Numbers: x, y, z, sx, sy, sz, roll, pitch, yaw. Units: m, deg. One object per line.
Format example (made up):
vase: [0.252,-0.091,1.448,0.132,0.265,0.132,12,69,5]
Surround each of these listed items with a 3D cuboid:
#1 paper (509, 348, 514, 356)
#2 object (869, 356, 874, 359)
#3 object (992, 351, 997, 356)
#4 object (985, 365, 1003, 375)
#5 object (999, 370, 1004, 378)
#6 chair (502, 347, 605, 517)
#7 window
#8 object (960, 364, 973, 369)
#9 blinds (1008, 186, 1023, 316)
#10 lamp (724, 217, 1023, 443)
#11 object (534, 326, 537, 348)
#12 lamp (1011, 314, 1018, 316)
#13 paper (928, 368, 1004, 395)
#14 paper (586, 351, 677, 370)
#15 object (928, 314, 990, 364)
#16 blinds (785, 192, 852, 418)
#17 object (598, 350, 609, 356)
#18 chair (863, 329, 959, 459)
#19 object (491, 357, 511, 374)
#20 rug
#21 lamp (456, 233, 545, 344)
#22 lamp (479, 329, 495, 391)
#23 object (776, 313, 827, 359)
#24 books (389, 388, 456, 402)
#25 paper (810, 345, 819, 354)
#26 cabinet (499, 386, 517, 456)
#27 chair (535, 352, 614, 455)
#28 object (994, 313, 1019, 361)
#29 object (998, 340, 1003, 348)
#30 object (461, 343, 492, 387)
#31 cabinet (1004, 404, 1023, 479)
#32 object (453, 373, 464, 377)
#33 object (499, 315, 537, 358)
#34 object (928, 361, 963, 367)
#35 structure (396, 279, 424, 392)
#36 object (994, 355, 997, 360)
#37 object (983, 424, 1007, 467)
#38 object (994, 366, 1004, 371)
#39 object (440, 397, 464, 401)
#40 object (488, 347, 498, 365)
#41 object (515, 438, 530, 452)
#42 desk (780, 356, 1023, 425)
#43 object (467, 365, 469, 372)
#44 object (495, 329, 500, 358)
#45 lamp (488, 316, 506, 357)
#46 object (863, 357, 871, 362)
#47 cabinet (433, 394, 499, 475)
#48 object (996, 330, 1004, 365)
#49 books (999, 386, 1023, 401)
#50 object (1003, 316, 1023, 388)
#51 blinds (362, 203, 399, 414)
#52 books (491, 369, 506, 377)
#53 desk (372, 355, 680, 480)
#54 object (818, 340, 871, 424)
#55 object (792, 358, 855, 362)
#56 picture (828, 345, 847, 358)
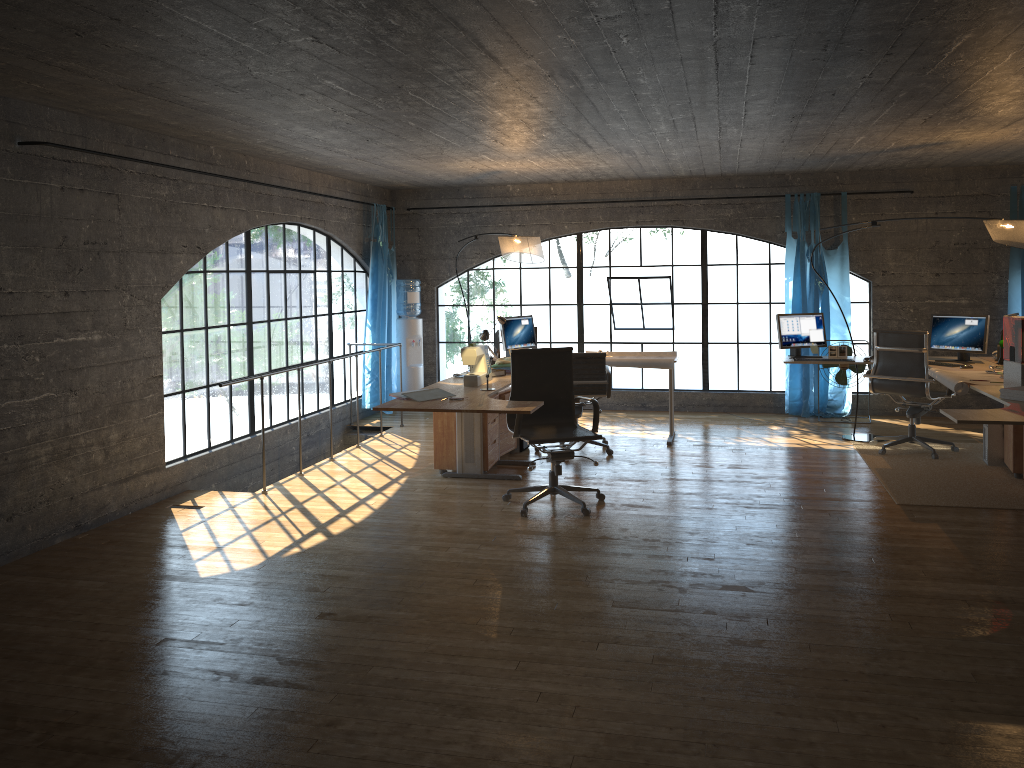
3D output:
paper: [0.001,-0.284,8.010,0.019,0.074,0.079,1,4,39]
object: [3.197,-0.254,7.566,0.413,0.081,0.280,-8,9,-44]
object: [4.100,-0.255,7.361,0.144,0.032,0.153,1,7,18]
object: [3.502,-0.102,6.376,0.054,0.064,0.160,-2,6,-19]
object: [3.467,-0.068,6.136,0.130,0.055,0.049,1,4,14]
chair: [0.297,0.285,5.786,0.653,1.011,0.687,-2,3,-17]
window: [-0.071,-0.714,9.007,6.957,1.863,3.201,-4,7,-26]
object: [3.487,-0.136,6.774,0.101,0.034,0.059,-2,6,-12]
blinds: [5.234,-0.719,8.524,0.858,2.410,0.261,0,2,22]
lamp: [2.356,-0.621,9.086,0.386,1.923,6.265,-2,6,-30]
object: [0.206,-0.408,8.394,0.085,0.277,0.085,0,2,16]
lamp: [3.888,-0.341,6.854,0.105,0.407,0.208,0,3,25]
paper: [3.312,-0.030,6.188,0.581,0.113,0.857,1,7,14]
paper: [1.049,-0.219,7.999,0.851,0.113,0.586,1,7,14]
object: [3.664,-0.377,7.249,0.286,0.389,0.471,-3,5,-36]
blinds: [3.139,-0.812,9.047,0.667,2.289,0.258,-1,2,9]
object: [0.859,-0.286,8.189,0.159,0.064,0.054,-3,4,-19]
chair: [3.271,0.050,7.294,0.687,1.011,0.654,-4,4,-42]
object: [-0.020,-0.157,6.994,0.255,0.129,0.254,1,6,16]
rug: [3.500,0.643,6.530,1.600,0.005,2.216,1,7,13]
lamp: [-0.953,-0.775,10.742,0.386,1.922,6.272,-2,6,-21]
lamp: [-0.168,-0.162,5.938,0.105,0.407,0.208,-1,3,0]
object: [2.569,-0.432,7.833,0.470,0.389,0.287,-2,4,-16]
books: [-0.576,0.064,5.637,0.308,0.044,0.318,-7,9,-41]
paper: [2.679,-0.305,7.817,0.077,0.074,0.018,-2,2,-16]
cabinet: [-0.203,0.323,7.322,0.472,0.570,0.427,1,4,21]
chair: [0.510,0.143,7.517,0.653,0.855,0.688,-1,4,0]
object: [4.096,-0.376,7.186,0.286,0.389,0.472,2,6,39]
object: [3.925,-0.261,6.963,0.246,0.220,0.115,-3,4,-27]
object: [-0.260,-0.147,6.326,0.137,0.283,0.405,0,5,14]
cabinet: [3.835,0.379,6.350,0.473,0.570,0.427,1,4,21]
object: [-0.366,-0.063,6.702,0.181,0.025,0.075,6,9,43]
object: [0.059,-0.432,8.159,0.286,0.389,0.472,2,6,39]
object: [3.413,-0.166,7.112,0.187,0.011,0.493,-4,8,-21]
structure: [-1.169,-0.452,10.053,0.327,1.471,0.328,0,2,34]
object: [4.122,-0.221,7.356,0.204,0.036,0.206,1,7,12]
object: [3.855,0.415,6.691,0.480,0.410,0.201,1,3,19]
object: [3.680,-0.115,6.617,0.109,0.022,0.139,4,8,33]
object: [-0.359,0.094,5.501,0.142,0.013,0.128,1,7,17]
object: [-0.179,-0.257,7.680,0.190,0.164,0.170,-1,4,-1]
object: [-0.105,0.359,7.645,0.480,0.410,0.201,1,3,19]
desk: [3.616,0.349,5.959,3.258,0.735,3.494,1,7,14]
object: [-0.307,-0.165,7.078,0.099,0.135,0.155,-4,6,-41]
object: [-0.135,-0.354,8.000,0.085,0.277,0.085,-2,2,-33]
lamp: [-0.145,-0.403,7.869,0.207,0.408,0.105,-2,2,-19]
object: [2.973,-0.205,7.394,0.059,0.034,0.101,2,7,24]
cabinet: [-0.345,0.387,6.824,0.426,0.570,0.427,0,4,11]
object: [3.903,-0.297,7.026,0.085,0.277,0.085,-2,2,-30]
books: [3.046,0.055,5.160,0.310,0.058,0.222,-4,8,-26]
object: [3.256,-0.189,5.500,0.270,0.456,0.223,-1,3,4]
blinds: [-1.387,-0.821,9.644,0.262,2.276,0.950,-1,2,10]
books: [-0.212,-0.092,6.807,0.261,0.054,0.292,-6,8,-35]
desk: [0.346,0.303,6.752,1.635,0.735,3.533,1,7,15]
object: [3.355,-0.051,8.937,0.490,0.799,0.584,0,4,19]
object: [2.654,-0.206,7.528,0.490,0.011,0.188,1,7,14]
picture: [2.865,-0.286,7.765,0.158,0.104,0.032,0,2,14]
